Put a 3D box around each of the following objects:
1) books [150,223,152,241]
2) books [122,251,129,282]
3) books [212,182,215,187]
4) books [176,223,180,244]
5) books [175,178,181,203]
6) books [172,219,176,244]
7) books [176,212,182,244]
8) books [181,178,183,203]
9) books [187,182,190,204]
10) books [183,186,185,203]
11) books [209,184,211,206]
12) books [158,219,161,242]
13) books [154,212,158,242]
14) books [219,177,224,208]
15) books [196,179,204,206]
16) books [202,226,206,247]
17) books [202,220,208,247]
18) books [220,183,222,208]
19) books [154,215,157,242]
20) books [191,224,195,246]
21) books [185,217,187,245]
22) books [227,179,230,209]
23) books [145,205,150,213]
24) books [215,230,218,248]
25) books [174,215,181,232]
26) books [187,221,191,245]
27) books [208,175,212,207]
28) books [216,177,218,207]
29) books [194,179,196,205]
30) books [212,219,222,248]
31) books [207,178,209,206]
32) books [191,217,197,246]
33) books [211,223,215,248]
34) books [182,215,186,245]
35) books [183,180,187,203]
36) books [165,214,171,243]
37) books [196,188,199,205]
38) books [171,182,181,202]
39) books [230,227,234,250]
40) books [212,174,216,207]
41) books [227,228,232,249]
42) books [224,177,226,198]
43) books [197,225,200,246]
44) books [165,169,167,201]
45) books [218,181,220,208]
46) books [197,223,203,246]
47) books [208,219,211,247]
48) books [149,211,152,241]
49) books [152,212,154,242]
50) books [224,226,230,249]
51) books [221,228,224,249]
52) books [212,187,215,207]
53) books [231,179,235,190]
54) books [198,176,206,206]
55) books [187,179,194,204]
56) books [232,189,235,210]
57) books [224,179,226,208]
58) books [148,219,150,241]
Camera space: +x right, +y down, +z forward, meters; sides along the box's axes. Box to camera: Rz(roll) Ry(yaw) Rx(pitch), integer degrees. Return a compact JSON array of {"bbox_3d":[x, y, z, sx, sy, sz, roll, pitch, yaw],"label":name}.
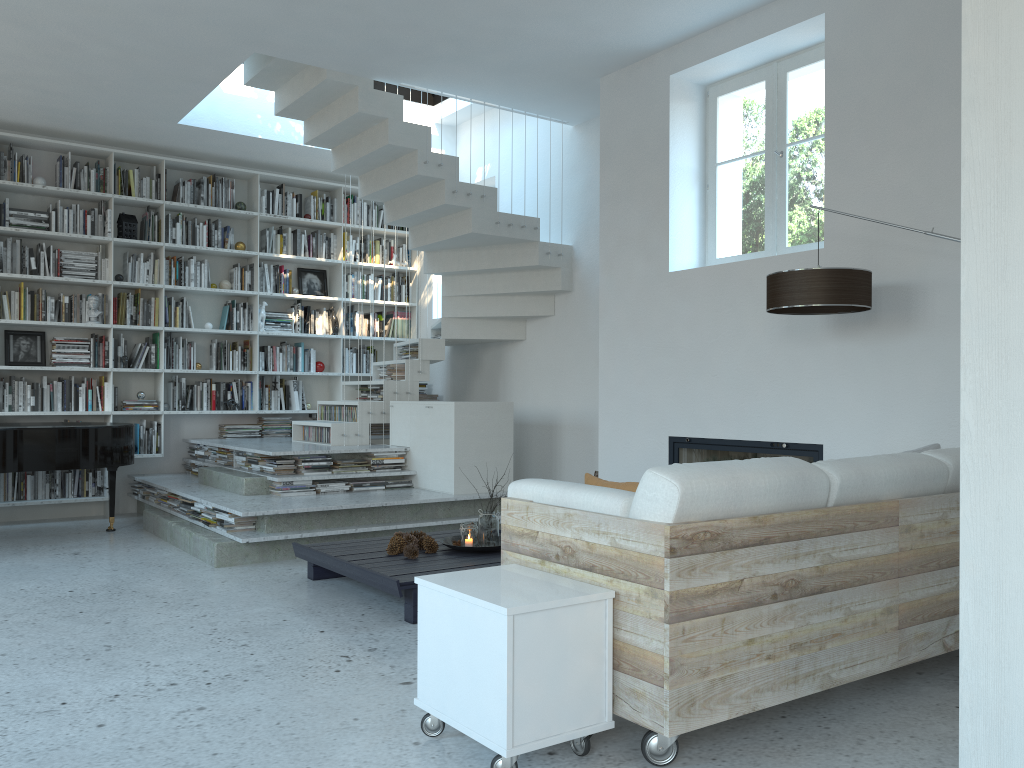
[{"bbox_3d":[-3.215,-1.337,7.864,0.013,0.210,0.140,0,0,-35],"label":"books"},{"bbox_3d":[-3.382,-1.009,7.756,0.018,0.285,0.159,0,0,-35],"label":"books"},{"bbox_3d":[-2.769,-1.717,8.172,0.008,0.251,0.170,0,0,-35],"label":"books"},{"bbox_3d":[-3.026,-1.332,7.975,0.026,0.208,0.181,0,0,-35],"label":"books"},{"bbox_3d":[-3.010,-1.717,7.998,0.009,0.244,0.173,0,0,-35],"label":"books"},{"bbox_3d":[-3.057,-1.350,7.975,0.026,0.243,0.148,0,0,-35],"label":"books"},{"bbox_3d":[-3.006,-1.381,8.002,0.014,0.307,0.152,0,0,-35],"label":"books"},{"bbox_3d":[-3.003,-1.722,8.025,0.012,0.255,0.133,0,0,-35],"label":"books"},{"bbox_3d":[-2.956,-1.707,8.047,0.028,0.226,0.163,0,0,-35],"label":"books"},{"bbox_3d":[-2.989,-1.686,8.023,0.009,0.183,0.160,0,0,-35],"label":"books"},{"bbox_3d":[-2.797,-1.707,8.147,0.018,0.231,0.160,0,0,-35],"label":"books"},{"bbox_3d":[-3.150,-1.338,7.881,0.008,0.214,0.223,0,0,-35],"label":"books"},{"bbox_3d":[-3.175,-1.377,7.905,0.005,0.292,0.130,0,0,-35],"label":"books"},{"bbox_3d":[-2.701,-1.744,8.216,0.008,0.307,0.182,0,0,-35],"label":"books"},{"bbox_3d":[-2.853,-1.722,8.093,0.028,0.258,0.185,0,0,-35],"label":"books"},{"bbox_3d":[-2.836,-1.330,8.107,0.021,0.209,0.181,0,0,-35],"label":"books"},{"bbox_3d":[-2.823,-1.357,8.136,0.012,0.264,0.156,0,0,-35],"label":"books"},{"bbox_3d":[-2.720,-1.717,8.213,0.024,0.252,0.149,0,0,-35],"label":"books"},{"bbox_3d":[-3.175,-1.356,7.863,0.013,0.248,0.186,0,0,-35],"label":"books"},{"bbox_3d":[-2.924,-1.338,8.084,0.028,0.223,0.142,0,0,-35],"label":"books"},{"bbox_3d":[-2.974,-1.365,8.050,0.012,0.276,0.133,0,0,-35],"label":"books"},{"bbox_3d":[-2.656,-1.738,8.248,0.013,0.297,0.188,0,0,-35],"label":"books"},{"bbox_3d":[-3.239,-1.402,7.850,0.025,0.339,0.143,0,0,-35],"label":"books"},{"bbox_3d":[-2.756,-1.315,8.182,0.027,0.181,0.176,0,0,-35],"label":"books"},{"bbox_3d":[-3.020,-1.370,8.000,0.011,0.283,0.173,0,0,-35],"label":"books"},{"bbox_3d":[-2.944,-1.348,8.042,0.027,0.241,0.160,0,0,-35],"label":"books"},{"bbox_3d":[-2.790,-1.748,8.158,0.006,0.312,0.179,0,0,-35],"label":"books"},{"bbox_3d":[-2.744,-1.741,8.168,0.015,0.299,0.183,0,0,-35],"label":"books"},{"bbox_3d":[-2.912,-1.722,8.080,0.021,0.256,0.169,0,0,-35],"label":"books"},{"bbox_3d":[-2.725,-1.366,8.187,0.029,0.285,0.183,0,0,-35],"label":"books"},{"bbox_3d":[-2.818,-1.735,8.155,0.007,0.285,0.159,0,0,-35],"label":"books"},{"bbox_3d":[-2.905,-1.368,8.093,0.013,0.284,0.154,0,0,-35],"label":"books"},{"bbox_3d":[-2.777,-1.343,8.161,0.030,0.238,0.185,0,0,-35],"label":"books"},{"bbox_3d":[-2.984,-1.375,8.035,0.021,0.296,0.138,0,0,-35],"label":"books"},{"bbox_3d":[-2.973,-1.709,8.019,0.013,0.229,0.174,0,0,-35],"label":"books"},{"bbox_3d":[-3.086,-1.371,7.944,0.012,0.285,0.159,0,0,-35],"label":"books"},{"bbox_3d":[-2.900,-1.688,8.110,0.031,0.190,0.132,0,0,-35],"label":"books"},{"bbox_3d":[-3.029,-1.698,7.976,0.046,0.206,0.183,0,0,-35],"label":"books"},{"bbox_3d":[-2.636,-1.337,8.287,0.026,0.229,0.140,0,0,-35],"label":"books"},{"bbox_3d":[-2.762,-1.756,8.175,0.007,0.329,0.183,0,0,-35],"label":"books"},{"bbox_3d":[-2.655,-1.331,8.252,0.048,0.216,0.182,0,0,-35],"label":"books"},{"bbox_3d":[-2.686,-1.751,8.262,0.008,0.321,0.133,0,0,-35],"label":"books"},{"bbox_3d":[-2.889,-1.334,8.103,0.025,0.216,0.144,0,0,-35],"label":"books"},{"bbox_3d":[-3.109,-1.749,7.915,0.019,0.304,0.176,0,0,-35],"label":"books"},{"bbox_3d":[-2.733,-1.728,8.205,0.008,0.275,0.163,0,0,-35],"label":"books"},{"bbox_3d":[-2.862,-1.344,8.107,0.023,0.237,0.149,0,0,-35],"label":"books"},{"bbox_3d":[-2.805,-1.367,8.164,0.012,0.285,0.159,0,0,-35],"label":"books"},{"bbox_3d":[-3.214,-1.376,7.841,0.021,0.288,0.179,0,0,-35],"label":"books"},{"bbox_3d":[-3.210,-1.376,7.889,0.013,0.289,0.131,0,0,-35],"label":"books"},{"bbox_3d":[-2.669,-1.341,8.231,0.054,0.235,0.171,0,0,-35],"label":"books"},{"bbox_3d":[-2.710,-1.330,8.216,0.030,0.213,0.156,0,0,-35],"label":"books"},{"bbox_3d":[-2.771,-1.692,8.152,0.018,0.201,0.188,0,0,-35],"label":"books"},{"bbox_3d":[-2.615,-1.742,8.276,0.006,0.306,0.163,0,0,-35],"label":"books"},{"bbox_3d":[-2.845,-1.739,8.127,0.024,0.292,0.167,0,0,-35],"label":"books"},{"bbox_3d":[-2.931,-1.721,8.064,0.030,0.255,0.161,0,0,-35],"label":"books"},{"bbox_3d":[-2.623,-1.694,8.269,0.014,0.209,0.188,0,0,-35],"label":"books"},{"bbox_3d":[-2.687,-1.740,8.240,0.019,0.299,0.137,0,0,-35],"label":"books"},{"bbox_3d":[-3.235,-1.341,7.853,0.024,0.217,0.169,0,0,-35],"label":"books"}]
